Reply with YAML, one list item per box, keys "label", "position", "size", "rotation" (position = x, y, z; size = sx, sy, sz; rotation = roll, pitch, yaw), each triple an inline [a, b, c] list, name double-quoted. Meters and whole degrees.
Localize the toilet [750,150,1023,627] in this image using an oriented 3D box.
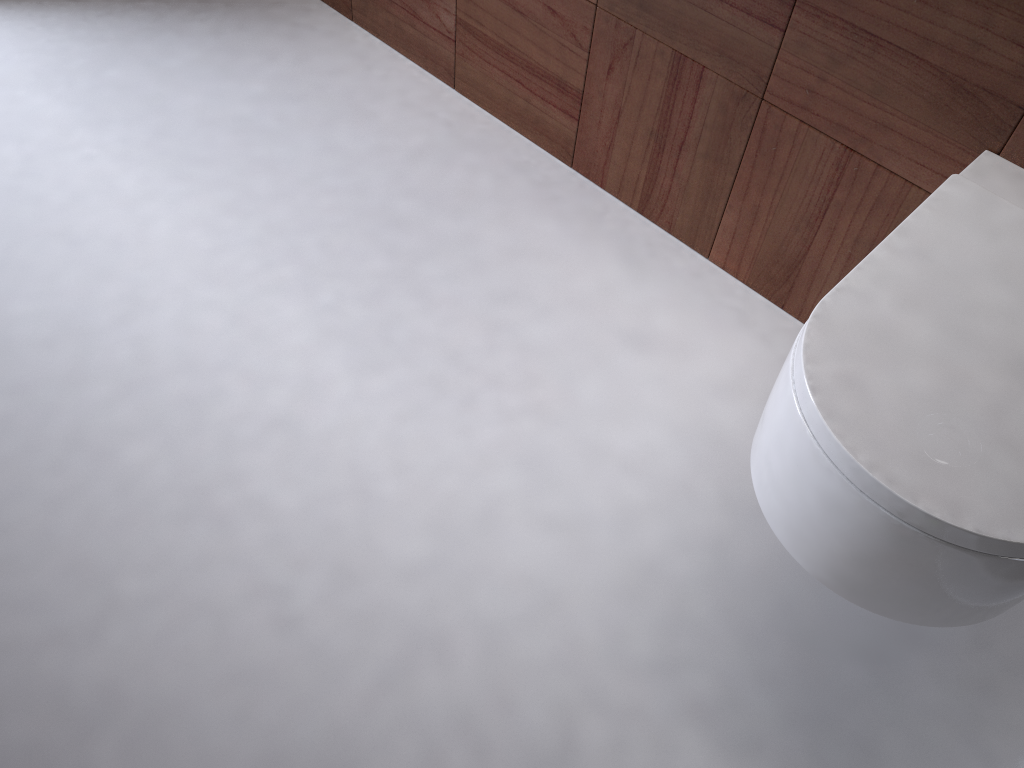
- label: "toilet"
  position: [0.490, 0.028, 0.969]
  size: [0.329, 0.284, 0.547]
  rotation: [40, 59, 23]
